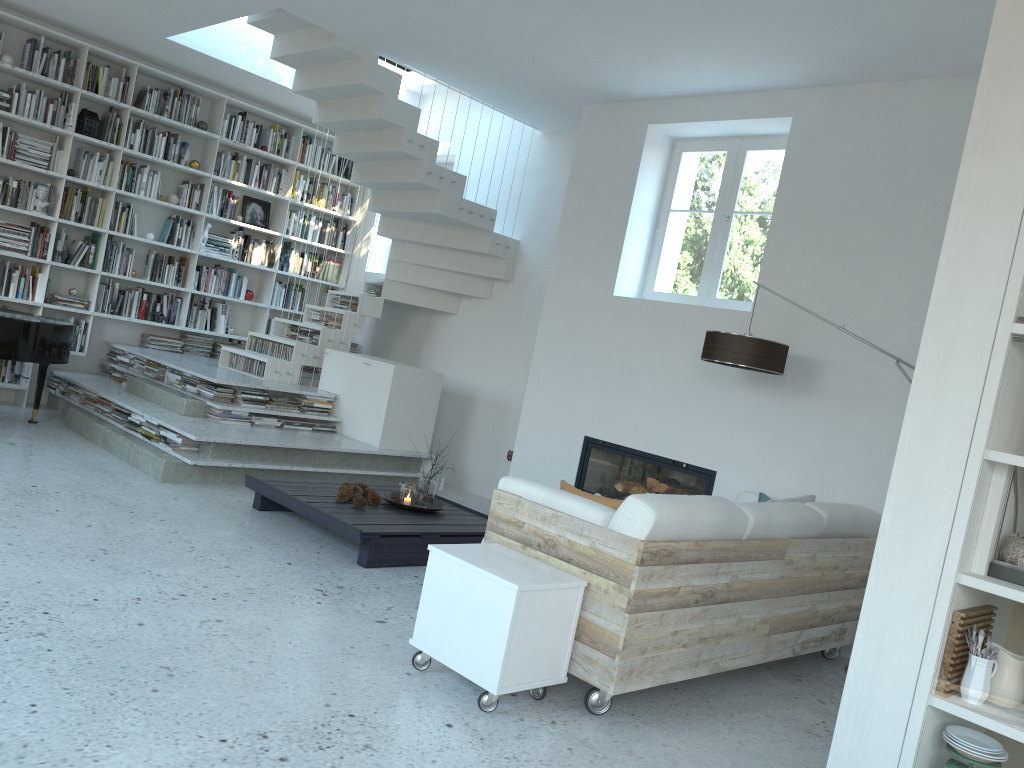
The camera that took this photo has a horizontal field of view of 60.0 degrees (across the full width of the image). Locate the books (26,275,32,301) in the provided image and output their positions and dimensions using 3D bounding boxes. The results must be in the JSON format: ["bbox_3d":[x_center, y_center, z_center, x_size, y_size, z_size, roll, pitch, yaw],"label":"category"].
[{"bbox_3d":[-4.158,-0.829,7.619,0.042,0.212,0.169,9,3,-45],"label":"books"}]

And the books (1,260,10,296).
[{"bbox_3d":[-4.294,-0.895,7.480,0.012,0.297,0.177,9,4,-45],"label":"books"}]

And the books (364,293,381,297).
[{"bbox_3d":[-1.351,-0.883,8.904,0.182,0.011,0.253,10,2,-38],"label":"books"}]

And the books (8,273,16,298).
[{"bbox_3d":[-4.261,-0.843,7.520,0.023,0.204,0.167,9,3,-45],"label":"books"}]

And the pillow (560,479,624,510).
[{"bbox_3d":[0.342,0.604,3.702,0.462,0.339,0.200,13,3,39],"label":"pillow"}]

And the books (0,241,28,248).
[{"bbox_3d":[-4.253,-1.188,7.470,0.285,0.012,0.159,10,3,-45],"label":"books"}]

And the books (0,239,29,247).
[{"bbox_3d":[-4.248,-1.200,7.468,0.285,0.012,0.159,10,3,-44],"label":"books"}]

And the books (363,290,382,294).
[{"bbox_3d":[-1.348,-0.912,8.901,0.185,0.006,0.262,10,2,-39],"label":"books"}]

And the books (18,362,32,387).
[{"bbox_3d":[-4.216,-0.132,7.651,0.038,0.269,0.276,9,3,-45],"label":"books"}]

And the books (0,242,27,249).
[{"bbox_3d":[-4.247,-1.175,7.462,0.160,0.012,0.254,13,2,40],"label":"books"}]

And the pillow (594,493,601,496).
[{"bbox_3d":[0.475,0.690,3.787,0.481,0.355,0.237,13,3,40],"label":"pillow"}]

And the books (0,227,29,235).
[{"bbox_3d":[-4.226,-1.294,7.460,0.160,0.012,0.254,13,2,42],"label":"books"}]

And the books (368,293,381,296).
[{"bbox_3d":[-1.331,-0.890,8.917,0.145,0.010,0.266,10,2,-36],"label":"books"}]

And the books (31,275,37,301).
[{"bbox_3d":[-4.140,-0.828,7.639,0.011,0.216,0.166,9,3,-45],"label":"books"}]

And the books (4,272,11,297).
[{"bbox_3d":[-4.288,-0.849,7.494,0.024,0.207,0.183,9,3,-45],"label":"books"}]

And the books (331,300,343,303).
[{"bbox_3d":[-1.636,-0.792,8.639,0.171,0.011,0.231,10,2,-34],"label":"books"}]

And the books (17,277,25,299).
[{"bbox_3d":[-4.208,-0.823,7.570,0.023,0.183,0.168,9,3,-45],"label":"books"}]

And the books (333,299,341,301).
[{"bbox_3d":[-1.632,-0.801,8.640,0.162,0.008,0.289,11,2,-26],"label":"books"}]

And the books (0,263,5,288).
[{"bbox_3d":[-4.322,-0.883,7.449,0.028,0.264,0.161,9,4,-45],"label":"books"}]

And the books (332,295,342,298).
[{"bbox_3d":[-1.631,-0.835,8.635,0.190,0.015,0.230,10,2,-31],"label":"books"}]

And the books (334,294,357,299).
[{"bbox_3d":[-1.619,-0.848,8.639,0.166,0.014,0.235,10,2,-28],"label":"books"}]

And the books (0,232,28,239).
[{"bbox_3d":[-4.233,-1.258,7.462,0.254,0.012,0.160,10,3,-42],"label":"books"}]

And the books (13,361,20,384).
[{"bbox_3d":[-4.299,-0.123,7.652,0.029,0.218,0.190,9,3,-45],"label":"books"}]

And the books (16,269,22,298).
[{"bbox_3d":[-4.231,-0.864,7.572,0.014,0.256,0.144,9,4,-45],"label":"books"}]

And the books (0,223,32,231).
[{"bbox_3d":[-4.215,-1.329,7.455,0.159,0.012,0.285,13,2,40],"label":"books"}]

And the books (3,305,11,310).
[{"bbox_3d":[-4.293,-0.512,7.490,0.015,0.293,0.169,9,4,-45],"label":"books"}]

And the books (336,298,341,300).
[{"bbox_3d":[-1.611,-0.815,8.649,0.136,0.017,0.297,10,2,-29],"label":"books"}]

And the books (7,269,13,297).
[{"bbox_3d":[-4.280,-0.862,7.514,0.014,0.235,0.154,9,3,-45],"label":"books"}]

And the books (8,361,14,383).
[{"bbox_3d":[-4.337,-0.135,7.633,0.028,0.228,0.161,9,3,-45],"label":"books"}]

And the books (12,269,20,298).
[{"bbox_3d":[-4.242,-0.855,7.536,0.023,0.234,0.174,9,3,-45],"label":"books"}]

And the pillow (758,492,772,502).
[{"bbox_3d":[1.505,0.800,4.874,0.176,0.317,0.437,10,3,-37],"label":"pillow"}]

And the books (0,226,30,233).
[{"bbox_3d":[-4.222,-1.305,7.458,0.160,0.012,0.254,13,2,41],"label":"books"}]

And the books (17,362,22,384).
[{"bbox_3d":[-4.294,-0.104,7.680,0.023,0.182,0.148,9,3,-45],"label":"books"}]

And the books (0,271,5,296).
[{"bbox_3d":[-4.322,-0.853,7.478,0.021,0.203,0.128,9,3,-45],"label":"books"}]

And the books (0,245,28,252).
[{"bbox_3d":[-4.258,-1.153,7.470,0.159,0.012,0.285,13,3,44],"label":"books"}]

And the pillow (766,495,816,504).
[{"bbox_3d":[1.340,0.744,4.548,0.238,0.407,0.595,13,3,40],"label":"pillow"}]

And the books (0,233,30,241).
[{"bbox_3d":[-4.232,-1.245,7.459,0.285,0.012,0.159,10,2,-40],"label":"books"}]

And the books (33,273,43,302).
[{"bbox_3d":[-4.110,-0.838,7.658,0.033,0.246,0.176,9,3,-45],"label":"books"}]

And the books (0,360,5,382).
[{"bbox_3d":[-4.372,-0.156,7.577,0.011,0.258,0.171,9,3,-45],"label":"books"}]

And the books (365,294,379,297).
[{"bbox_3d":[-1.346,-0.873,8.909,0.174,0.006,0.265,10,2,-36],"label":"books"}]

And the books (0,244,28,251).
[{"bbox_3d":[-4.249,-1.163,7.462,0.285,0.012,0.159,10,2,-40],"label":"books"}]

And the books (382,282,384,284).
[{"bbox_3d":[-1.052,-0.906,8.225,0.300,0.007,0.158,11,2,-20],"label":"books"}]

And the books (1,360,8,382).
[{"bbox_3d":[-4.373,-0.123,7.598,0.024,0.191,0.154,9,3,-45],"label":"books"}]

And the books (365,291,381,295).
[{"bbox_3d":[-1.346,-0.903,8.904,0.169,0.010,0.282,10,2,-30],"label":"books"}]

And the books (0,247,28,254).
[{"bbox_3d":[-4.254,-1.140,7.463,0.159,0.012,0.285,13,2,40],"label":"books"}]

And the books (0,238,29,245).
[{"bbox_3d":[-4.244,-1.211,7.465,0.285,0.012,0.159,10,3,-43],"label":"books"}]

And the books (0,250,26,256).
[{"bbox_3d":[-4.260,-1.117,7.467,0.160,0.012,0.254,13,2,41],"label":"books"}]

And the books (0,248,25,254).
[{"bbox_3d":[-4.261,-1.129,7.469,0.254,0.012,0.160,10,3,-43],"label":"books"}]

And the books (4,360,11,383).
[{"bbox_3d":[-4.348,-0.125,7.607,0.022,0.205,0.191,9,3,-45],"label":"books"}]

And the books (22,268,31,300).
[{"bbox_3d":[-4.183,-0.864,7.601,0.026,0.272,0.174,9,3,-45],"label":"books"}]

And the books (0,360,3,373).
[{"bbox_3d":[-4.397,-0.151,7.574,0.028,0.239,0.140,9,4,-45],"label":"books"}]

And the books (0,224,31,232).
[{"bbox_3d":[-4.223,-1.318,7.461,0.285,0.012,0.159,10,3,-43],"label":"books"}]

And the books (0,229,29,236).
[{"bbox_3d":[-4.227,-1.281,7.459,0.160,0.012,0.254,13,2,41],"label":"books"}]

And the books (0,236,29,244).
[{"bbox_3d":[-4.237,-1.222,7.460,0.285,0.012,0.159,10,2,-40],"label":"books"}]

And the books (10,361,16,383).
[{"bbox_3d":[-4.314,-0.145,7.640,0.013,0.256,0.176,9,3,-45],"label":"books"}]

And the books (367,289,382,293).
[{"bbox_3d":[-1.335,-0.921,8.908,0.150,0.017,0.288,10,2,-30],"label":"books"}]

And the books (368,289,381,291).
[{"bbox_3d":[-1.328,-0.933,8.911,0.160,0.008,0.238,10,2,-36],"label":"books"}]

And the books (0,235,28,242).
[{"bbox_3d":[-4.235,-1.233,7.460,0.160,0.012,0.254,13,2,40],"label":"books"}]

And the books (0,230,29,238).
[{"bbox_3d":[-4.231,-1.270,7.461,0.160,0.012,0.254,13,2,42],"label":"books"}]

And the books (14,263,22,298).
[{"bbox_3d":[-4.232,-0.883,7.556,0.014,0.294,0.137,9,4,-45],"label":"books"}]
